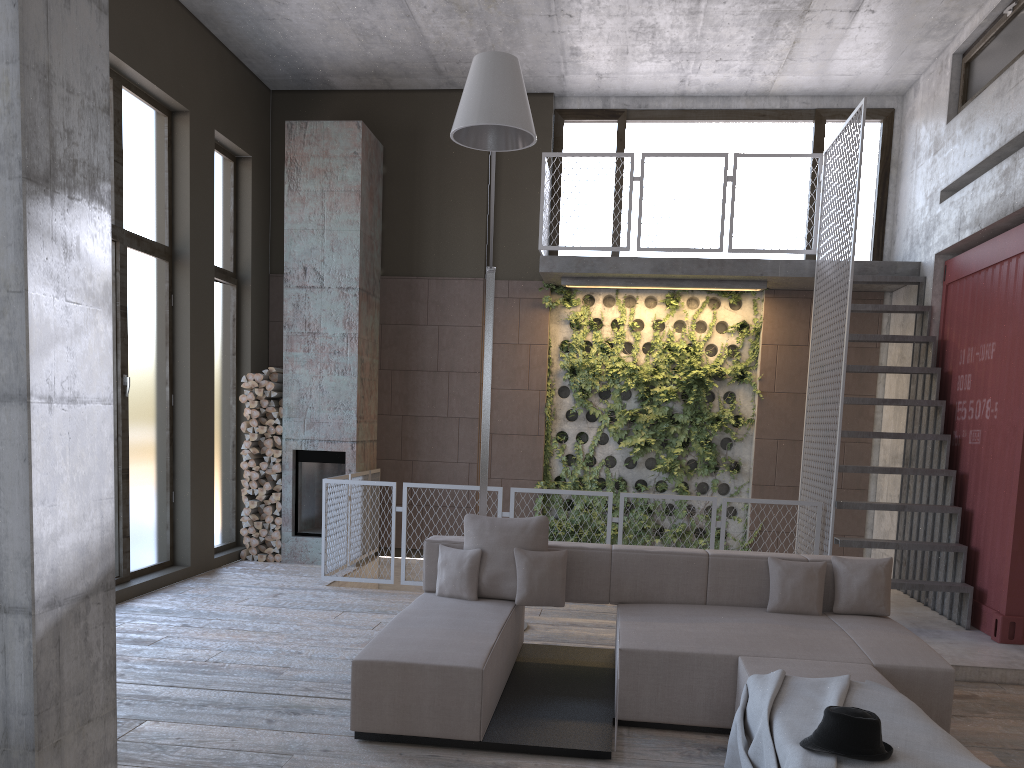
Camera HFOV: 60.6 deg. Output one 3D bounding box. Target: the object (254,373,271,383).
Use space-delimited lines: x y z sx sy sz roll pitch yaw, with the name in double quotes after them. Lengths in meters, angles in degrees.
-2.637 -0.053 9.316 0.104 0.104 0.290 2 -1 6 "object"

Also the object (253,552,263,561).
-2.726 1.884 9.625 0.067 0.068 0.420 2 -2 6 "object"

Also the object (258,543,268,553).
-2.679 1.791 9.642 0.101 0.087 0.361 2 -2 6 "object"

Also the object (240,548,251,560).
-2.874 1.848 9.602 0.064 0.126 0.362 3 -1 5 "object"

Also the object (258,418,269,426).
-2.628 0.408 9.495 0.101 0.087 0.361 2 -2 6 "object"

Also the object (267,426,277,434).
-2.515 0.496 9.475 0.090 0.090 0.453 2 -2 6 "object"

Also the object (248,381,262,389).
-2.681 0.016 9.373 0.113 0.080 0.433 2 -2 6 "object"

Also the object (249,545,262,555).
-2.760 1.803 9.627 0.092 0.094 0.435 2 -2 6 "object"

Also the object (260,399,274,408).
-2.580 0.216 9.419 0.091 0.090 0.453 2 -2 5 "object"

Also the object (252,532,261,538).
-2.730 1.626 9.562 0.089 0.057 0.330 2 -2 6 "object"

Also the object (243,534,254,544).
-2.830 1.689 9.593 0.101 0.103 0.291 2 -1 8 "object"

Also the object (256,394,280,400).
-2.608 0.152 9.413 0.114 0.080 0.433 2 -2 6 "object"

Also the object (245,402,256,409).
-2.754 0.230 9.416 0.067 0.068 0.420 2 -2 6 "object"

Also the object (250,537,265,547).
-2.742 1.700 9.540 0.098 0.108 0.292 2 -1 8 "object"

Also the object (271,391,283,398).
-2.464 0.115 9.380 0.066 0.068 0.420 2 -2 6 "object"

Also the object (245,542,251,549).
-2.824 1.735 9.514 0.045 0.073 0.250 3 -2 6 "object"

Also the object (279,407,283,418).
-2.413 0.308 9.430 0.063 0.127 0.362 3 -1 5 "object"

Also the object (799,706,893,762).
1.202 1.244 3.145 0.302 0.170 0.296 2 0 -6 "object"

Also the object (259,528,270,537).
-2.631 1.599 9.567 0.091 0.090 0.453 2 -2 5 "object"

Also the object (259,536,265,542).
-2.668 1.668 9.585 0.064 0.075 0.357 2 -2 5 "object"

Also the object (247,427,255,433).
-2.756 0.497 9.486 0.067 0.067 0.420 2 -2 6 "object"

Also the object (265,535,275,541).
-2.567 1.658 9.568 0.122 0.068 0.362 2 -2 8 "object"

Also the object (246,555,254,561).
-2.807 1.879 9.634 0.067 0.067 0.420 2 -2 6 "object"

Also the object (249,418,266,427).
-2.709 0.420 9.479 0.092 0.094 0.435 2 -2 6 "object"

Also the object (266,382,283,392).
-2.502 0.034 9.370 0.093 0.093 0.435 2 -2 6 "object"

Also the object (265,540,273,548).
-2.615 1.736 9.663 0.104 0.103 0.290 2 -1 6 "object"

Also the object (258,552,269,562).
-2.651 1.876 9.614 0.093 0.084 0.477 2 -2 6 "object"

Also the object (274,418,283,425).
-2.453 0.400 9.444 0.071 0.073 0.420 2 -2 6 "object"

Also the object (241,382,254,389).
-2.776 0.025 9.423 0.122 0.069 0.362 2 -2 8 "object"

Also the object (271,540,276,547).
-2.533 1.726 9.583 0.066 0.085 0.423 2 -2 4 "object"

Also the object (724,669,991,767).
1.226 1.521 3.340 1.040 0.507 1.593 2 -2 25 "object"

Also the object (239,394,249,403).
-2.797 0.164 9.411 0.091 0.093 0.435 2 -2 6 "object"

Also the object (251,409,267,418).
-2.691 0.317 9.392 0.098 0.108 0.292 2 -1 8 "object"

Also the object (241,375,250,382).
-2.784 -0.046 9.389 0.067 0.069 0.421 2 -2 6 "object"

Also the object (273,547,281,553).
-2.504 1.783 9.592 0.071 0.073 0.420 2 -2 6 "object"

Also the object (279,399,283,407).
-2.418 0.206 9.491 0.099 0.103 0.291 2 -1 8 "object"

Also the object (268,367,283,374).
-2.510 -0.142 9.396 0.087 0.056 0.330 2 -2 6 "object"

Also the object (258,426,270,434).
-2.600 0.494 9.466 0.093 0.084 0.477 2 -2 6 "object"

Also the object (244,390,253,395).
-2.767 0.098 9.417 0.066 0.087 0.423 2 -2 4 "object"

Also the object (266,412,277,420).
-2.564 0.353 9.515 0.104 0.103 0.290 2 -1 6 "object"

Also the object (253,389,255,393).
-2.697 0.074 9.490 0.071 0.072 0.420 2 -2 6 "object"

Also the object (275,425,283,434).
-2.428 0.491 9.461 0.091 0.093 0.435 2 -2 6 "object"

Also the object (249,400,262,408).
-2.679 0.222 9.405 0.093 0.084 0.477 2 -2 6 "object"

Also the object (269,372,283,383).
-2.508 -0.062 9.435 0.099 0.108 0.292 2 -1 8 "object"

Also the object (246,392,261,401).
-2.710 0.142 9.394 0.091 0.090 0.453 2 -2 6 "object"

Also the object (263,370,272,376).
-2.576 -0.107 9.382 0.065 0.073 0.357 2 -2 5 "object"

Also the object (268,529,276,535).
-2.558 1.593 9.587 0.067 0.071 0.421 2 -2 6 "object"

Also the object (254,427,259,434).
-2.675 0.501 9.477 0.067 0.068 0.420 2 -2 6 "object"

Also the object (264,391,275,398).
-2.544 0.113 9.389 0.067 0.067 0.420 2 -2 6 "object"

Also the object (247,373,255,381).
-2.717 -0.058 9.409 0.091 0.091 0.453 2 -2 5 "object"

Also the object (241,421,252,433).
-2.823 0.465 9.454 0.064 0.126 0.362 3 -1 5 "object"
